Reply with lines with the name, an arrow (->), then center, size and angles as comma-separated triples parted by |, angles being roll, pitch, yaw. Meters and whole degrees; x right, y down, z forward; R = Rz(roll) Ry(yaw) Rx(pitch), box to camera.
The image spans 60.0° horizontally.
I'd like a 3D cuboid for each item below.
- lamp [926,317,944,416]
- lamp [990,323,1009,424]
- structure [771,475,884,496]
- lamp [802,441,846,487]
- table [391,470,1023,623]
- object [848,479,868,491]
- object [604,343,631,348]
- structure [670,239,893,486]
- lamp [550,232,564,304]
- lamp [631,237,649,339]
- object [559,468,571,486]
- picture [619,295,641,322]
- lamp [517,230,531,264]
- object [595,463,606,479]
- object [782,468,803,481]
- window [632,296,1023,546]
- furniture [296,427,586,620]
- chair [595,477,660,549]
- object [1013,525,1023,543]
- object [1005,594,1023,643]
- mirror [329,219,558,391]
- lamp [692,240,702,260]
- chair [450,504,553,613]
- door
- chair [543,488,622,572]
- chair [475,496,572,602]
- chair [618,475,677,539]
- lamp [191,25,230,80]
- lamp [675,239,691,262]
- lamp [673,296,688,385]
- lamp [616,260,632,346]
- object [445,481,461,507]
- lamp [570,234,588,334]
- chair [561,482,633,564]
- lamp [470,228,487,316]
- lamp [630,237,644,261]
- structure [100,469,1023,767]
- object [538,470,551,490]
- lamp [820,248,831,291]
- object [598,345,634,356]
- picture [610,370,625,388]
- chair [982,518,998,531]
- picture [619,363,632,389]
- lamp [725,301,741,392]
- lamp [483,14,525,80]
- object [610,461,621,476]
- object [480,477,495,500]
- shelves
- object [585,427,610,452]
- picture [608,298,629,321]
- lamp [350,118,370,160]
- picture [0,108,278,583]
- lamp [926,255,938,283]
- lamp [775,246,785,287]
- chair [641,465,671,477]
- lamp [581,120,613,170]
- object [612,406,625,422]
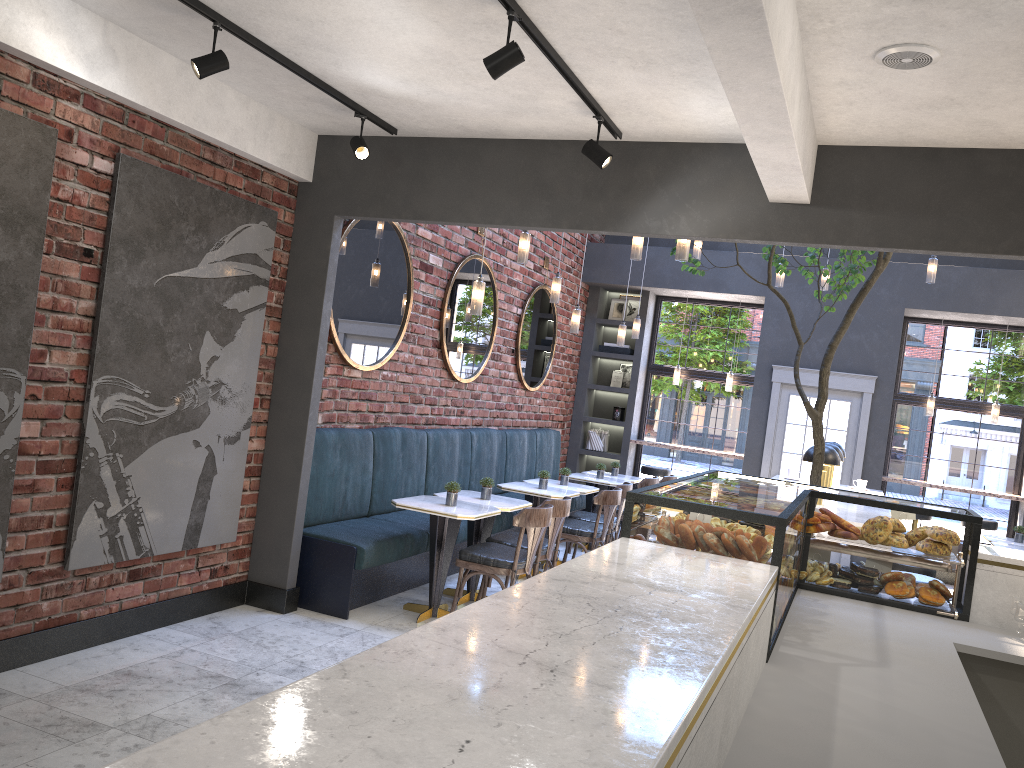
lamp -> 4.852, -0.345, 10.107 | 0.078, 1.429, 0.078 | 7, 0, -16
lamp -> 5.457, -0.266, 9.865 | 0.078, 1.429, 0.078 | 7, 1, -38
structure -> 2.423, 1.409, 7.146 | 0.989, 1.050, 3.491 | 8, 0, 22
lamp -> 0.807, -0.979, 4.059 | 4.182, 3.256, 8.836 | 8, 0, 5
table -> 2.137, 1.522, 7.136 | 4.597, 0.751, 4.832 | 7, 0, 22
object -> 3.264, 0.943, 8.328 | 0.175, 0.097, 0.301 | 8, 0, 13
object -> 1.365, -0.491, 11.490 | 0.327, 0.039, 0.227 | 7, 0, 12
structure -> 2.412, -1.080, 6.210 | 2.808, 5.989, 3.742 | 7, 0, -25
lamp -> 0.628, -2.729, 7.562 | 0.078, 4.105, 0.078 | 8, 1, 29
lamp -> 1.620, -2.535, 9.742 | 0.078, 4.105, 0.078 | 8, 0, 7
object -> 0.485, 0.845, 8.132 | 0.118, 0.165, 0.122 | 7, 0, -1
picture -> 1.564, -0.972, 11.630 | 0.361, 0.369, 0.055 | 8, 0, 22
lamp -> 0.340, -2.914, 6.433 | 0.078, 4.105, 0.078 | 8, 0, 7
object -> 0.925, 0.904, 9.245 | 0.118, 0.165, 0.122 | 7, 0, -1
object -> 2.696, 0.868, 8.521 | 0.175, 0.098, 0.204 | 8, 0, 27
window -> 1.672, -1.320, 5.054 | 6.402, 5.365, 12.714 | 8, 0, 22
furniture -> 2.181, 1.327, 7.174 | 6.018, 1.151, 5.343 | 7, 0, 22
chair -> 1.198, 1.349, 9.110 | 0.521, 0.851, 0.539 | 8, 0, 23
object -> 4.768, 1.408, 8.330 | 0.118, 0.165, 0.122 | 7, 0, -1
object -> 2.283, 0.976, 3.492 | 0.574, 0.147, 0.256 | 7, 0, 22
mirror -> -0.348, -0.758, 8.215 | 0.036, 1.510, 4.775 | 8, 0, 22
lamp -> 2.042, -3.237, 8.522 | 0.078, 4.105, 0.078 | 8, 0, 7
chair -> -0.048, 1.181, 5.777 | 0.521, 0.851, 0.539 | 8, 0, 23
door -> 3.393, 0.951, 10.062 | 1.131, 2.219, 0.152 | 8, 0, 22
chair -> 0.605, 1.269, 7.431 | 0.521, 0.851, 0.539 | 8, 0, 23
chair -> 0.108, 1.202, 6.337 | 0.521, 0.851, 0.539 | 8, 0, 23
chair -> 1.474, 1.386, 9.623 | 0.521, 0.851, 0.497 | 8, 0, 21
lamp -> -1.281, -1.409, 3.781 | 0.157, 0.238, 0.087 | 7, 0, -29
lamp -> 1.286, -2.778, 5.315 | 0.078, 4.105, 0.078 | 7, 1, -38
lamp -> 2.158, -0.698, 11.188 | 0.078, 1.429, 0.078 | 7, 1, -38
lamp -> 1.393, -2.431, 9.210 | 0.078, 4.105, 0.078 | 8, 0, 7
object -> -0.397, 0.727, 5.899 | 0.118, 0.165, 0.122 | 7, 0, -1
lamp -> 0.839, -2.505, 8.161 | 0.078, 4.105, 0.078 | 8, 1, 29
chair -> 0.779, 1.293, 8.041 | 0.521, 0.851, 0.539 | 8, 0, 15
lamp -> 0.028, -2.489, 5.800 | 0.078, 4.105, 0.078 | 8, 0, 7
lamp -> 1.149, -2.923, 6.308 | 0.078, 4.105, 0.078 | 7, 1, -38
structure -> 1.367, 1.138, 1.319 | 3.204, 1.300, 5.807 | 7, 0, 22
object -> 0.272, 0.817, 7.592 | 0.118, 0.165, 0.122 | 7, 0, -1
lamp -> 3.453, -2.994, 9.037 | 0.078, 4.105, 0.078 | 8, 0, 7
object -> 1.357, -0.430, 11.478 | 0.412, 0.084, 0.287 | 7, 0, 22
picture -> 1.381, -0.064, 11.646 | 0.161, 0.227, 0.049 | 8, 0, 22
chair -> 5.032, 1.871, 9.654 | 0.372, 0.821, 0.370 | 7, 0, -16
picture -> 1.515, -0.096, 11.622 | 0.247, 0.326, 0.044 | 8, 0, 22
lamp -> 2.763, -0.618, 10.945 | 0.078, 1.429, 0.078 | 7, 0, -16
lamp -> -0.023, -1.244, 3.281 | 0.157, 0.238, 0.087 | 8, 0, 16
object -> 1.139, 0.933, 9.785 | 0.118, 0.165, 0.122 | 7, 0, -1
object -> -0.184, 0.755, 6.440 | 0.118, 0.165, 0.122 | 7, 0, -1
shelves -> 3.586, 0.996, 10.555 | 4.401, 0.043, 0.384 | 7, 0, 22
object -> 1.120, 0.708, 11.529 | 0.250, 0.323, 0.241 | 8, 0, 22
picture -> 1.396, -0.969, 11.659 | 0.230, 0.313, 0.061 | 8, 0, 22
lamp -> -0.833, -1.347, 4.890 | 0.087, 0.235, 0.157 | 7, 0, -27
picture -> -2.086, -0.115, 4.103 | 0.033, 2.027, 2.822 | 8, 0, 22
lamp -> 4.122, -2.969, 8.154 | 0.078, 4.105, 0.078 | 8, 0, 7
lamp -> 2.860, -2.980, 8.595 | 0.078, 4.105, 0.078 | 8, 0, 7
chair -> 1.737, 1.439, 11.001 | 0.371, 0.821, 0.371 | 7, 0, -16
lamp -> 0.426, -1.183, 4.387 | 0.157, 0.238, 0.087 | 8, 0, 16
object -> 1.376, 0.385, 11.427 | 0.152, 0.181, 0.152 | 7, 0, -30
